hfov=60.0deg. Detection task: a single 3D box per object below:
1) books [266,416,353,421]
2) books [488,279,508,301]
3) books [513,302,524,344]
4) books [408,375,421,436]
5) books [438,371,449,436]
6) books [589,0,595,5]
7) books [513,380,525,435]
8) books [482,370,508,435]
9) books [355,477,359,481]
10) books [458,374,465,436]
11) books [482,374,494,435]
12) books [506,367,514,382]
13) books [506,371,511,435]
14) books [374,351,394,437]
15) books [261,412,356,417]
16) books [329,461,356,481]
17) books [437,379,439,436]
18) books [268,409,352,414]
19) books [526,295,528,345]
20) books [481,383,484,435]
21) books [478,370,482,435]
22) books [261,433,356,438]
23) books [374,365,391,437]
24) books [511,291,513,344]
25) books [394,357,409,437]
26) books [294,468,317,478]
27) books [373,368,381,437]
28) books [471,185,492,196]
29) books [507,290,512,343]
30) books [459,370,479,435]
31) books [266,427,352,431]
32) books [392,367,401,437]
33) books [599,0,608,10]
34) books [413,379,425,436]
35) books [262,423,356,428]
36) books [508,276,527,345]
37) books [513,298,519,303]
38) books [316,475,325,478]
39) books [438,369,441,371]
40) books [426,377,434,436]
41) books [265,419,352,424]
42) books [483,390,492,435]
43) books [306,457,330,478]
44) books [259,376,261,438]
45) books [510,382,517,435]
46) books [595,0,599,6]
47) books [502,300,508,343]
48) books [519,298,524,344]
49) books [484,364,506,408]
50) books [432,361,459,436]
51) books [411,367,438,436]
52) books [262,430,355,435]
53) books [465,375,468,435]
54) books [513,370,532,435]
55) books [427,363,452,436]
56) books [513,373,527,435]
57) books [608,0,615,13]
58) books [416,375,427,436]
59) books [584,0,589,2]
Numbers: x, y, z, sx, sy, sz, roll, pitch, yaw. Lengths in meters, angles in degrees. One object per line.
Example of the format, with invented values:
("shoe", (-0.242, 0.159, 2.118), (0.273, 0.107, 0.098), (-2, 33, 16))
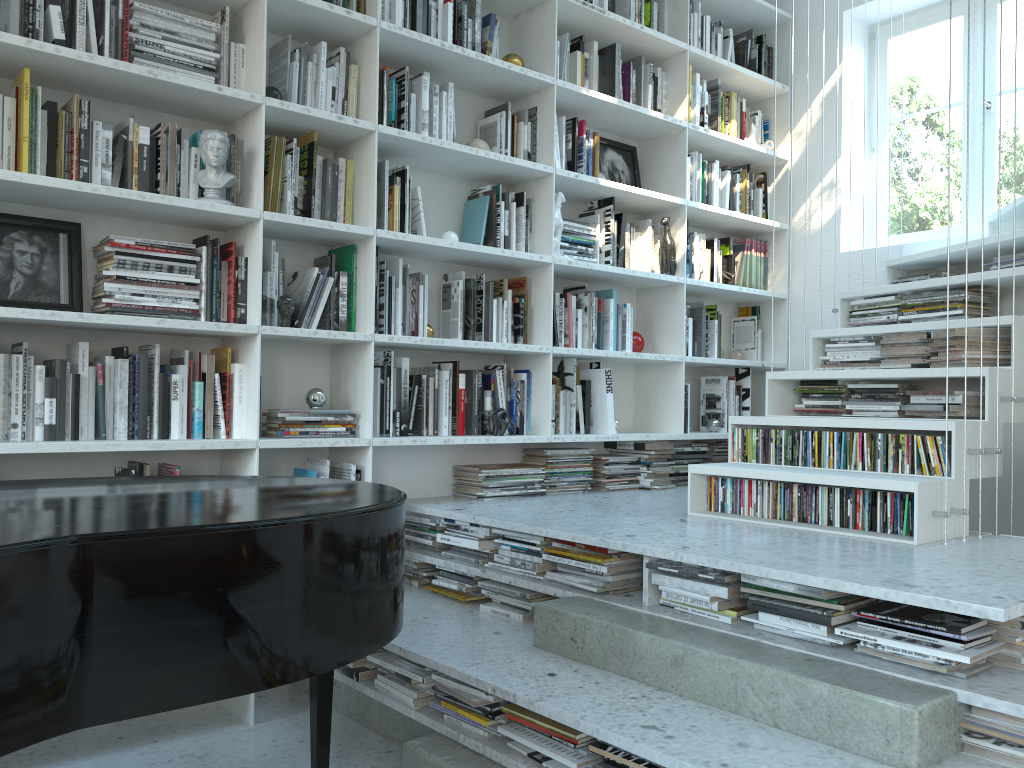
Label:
("books", (-0.709, 0.120, 3.107), (0.254, 0.012, 0.161), (2, -2, -39))
("books", (-0.076, -0.294, 3.696), (0.006, 0.274, 0.173), (1, -1, -39))
("books", (-0.017, -0.245, 3.727), (0.016, 0.180, 0.189), (1, -1, -39))
("books", (-0.422, 0.083, 3.419), (0.065, 0.231, 0.162), (1, -1, -39))
("books", (-0.313, 0.076, 3.500), (0.025, 0.252, 0.181), (1, -1, -39))
("books", (0.311, -1.744, 4.010), (0.014, 0.262, 0.168), (1, -1, -39))
("books", (-0.012, 0.098, 3.743), (0.025, 0.228, 0.175), (1, -1, -39))
("books", (-0.099, 0.076, 3.681), (0.070, 0.266, 0.186), (1, -1, -39))
("books", (-0.588, 0.447, 3.166), (0.013, 0.233, 0.149), (1, -1, -39))
("books", (-0.254, 0.082, 3.549), (0.031, 0.244, 0.184), (1, -1, -39))
("books", (-0.132, 0.084, 3.660), (0.012, 0.249, 0.164), (1, -1, -39))
("books", (-0.046, 0.071, 3.755), (0.012, 0.282, 0.143), (1, -1, -39))
("books", (-0.060, 0.079, 3.726), (0.021, 0.264, 0.150), (1, -1, -39))
("books", (-0.501, 0.037, 3.335), (0.010, 0.316, 0.186), (1, -1, -39))
("books", (-0.713, 0.108, 3.115), (0.285, 0.012, 0.159), (2, -2, -35))
("books", (-0.608, 0.420, 3.141), (0.021, 0.285, 0.172), (1, -1, -39))
("books", (-0.338, 0.091, 3.501), (0.012, 0.221, 0.153), (1, -1, -39))
("books", (-0.709, 0.096, 3.109), (0.254, 0.012, 0.161), (2, -2, -30))
("books", (0.019, -0.265, 3.799), (0.009, 0.223, 0.146), (1, -1, -39))
("books", (-0.167, 0.102, 3.637), (0.022, 0.211, 0.135), (1, -1, -39))
("books", (-0.184, 0.075, 3.621), (0.026, 0.263, 0.169), (1, -1, -39))
("books", (-0.713, 0.181, 3.112), (0.285, 0.012, 0.159), (2, -2, -36))
("books", (-0.514, 0.064, 3.323), (0.023, 0.262, 0.186), (1, -1, -39))
("books", (-0.048, -0.271, 3.735), (0.021, 0.231, 0.155), (1, -1, -39))
("books", (-0.457, 0.050, 3.371), (0.030, 0.294, 0.188), (1, -1, -39))
("books", (-0.717, 0.427, 3.062), (0.005, 0.264, 0.162), (1, -1, -39))
("books", (-0.540, 0.068, 3.327), (0.012, 0.254, 0.161), (1, -1, -39))
("books", (-0.127, -0.670, 3.683), (0.016, 0.290, 0.135), (1, -1, -39))
("books", (-0.067, -0.271, 3.703), (0.018, 0.229, 0.181), (1, -1, -39))
("books", (-0.200, 0.075, 3.599), (0.026, 0.262, 0.173), (1, -1, -39))
("books", (-0.714, 0.157, 3.114), (0.254, 0.012, 0.161), (2, -2, -33))
("books", (-0.478, 0.068, 3.355), (0.023, 0.256, 0.178), (1, -1, -39))
("books", (0.361, -1.712, 4.046), (0.024, 0.202, 0.190), (1, -1, -39))
("books", (-0.393, 0.091, 3.444), (0.011, 0.217, 0.175), (1, -1, -39))
("books", (-0.713, 0.145, 3.112), (0.285, 0.012, 0.159), (2, -2, -36))
("books", (0.008, -0.301, 3.761), (0.007, 0.295, 0.162), (1, -1, -39))
("books", (-0.023, -0.257, 3.758), (0.016, 0.205, 0.141), (1, -1, -39))
("books", (-0.695, 0.436, 3.070), (0.014, 0.246, 0.176), (1, -1, -39))
("books", (-0.318, 0.072, 3.538), (0.016, 0.261, 0.098), (1, -1, -39))
("books", (-0.361, 0.087, 3.478), (0.024, 0.228, 0.159), (1, -1, -39))
("books", (-0.715, 0.133, 3.116), (0.254, 0.012, 0.161), (2, -2, -34))
("books", (-0.145, 0.117, 3.647), (0.025, 0.181, 0.169), (1, -1, -39))
("books", (-0.688, 0.410, 3.099), (0.032, 0.300, 0.149), (1, -1, -39))
("books", (-0.903, 0.077, 3.041), (0.030, 0.210, 0.136), (1, -1, -39))
("books", (-0.040, 0.102, 3.727), (0.013, 0.220, 0.168), (1, -1, -39))
("books", (0.324, -1.730, 4.022), (0.022, 0.236, 0.172), (1, -1, -39))
("books", (-0.085, -0.248, 3.685), (0.019, 0.183, 0.190), (1, -1, -39))
("books", (-0.005, -0.256, 3.760), (0.013, 0.204, 0.158), (1, -1, -39))
("books", (-0.073, 0.064, 3.714), (0.013, 0.294, 0.134), (1, -1, -39))
("books", (-0.268, 0.057, 3.533), (0.012, 0.293, 0.175), (1, -1, -39))
("books", (-0.345, 0.067, 3.488), (0.014, 0.268, 0.171), (1, -1, -39))
("books", (-0.716, 0.169, 3.116), (0.285, 0.012, 0.159), (2, -2, -34))
("books", (-0.228, 0.084, 3.597), (0.021, 0.242, 0.131), (1, -1, -39))
("books", (0.023, 0.077, 3.780), (0.025, 0.272, 0.171), (1, -1, -39))
("books", (-0.291, 0.061, 3.542), (0.012, 0.285, 0.159), (1, -1, -39))
("books", (0.004, 0.084, 3.764), (0.026, 0.258, 0.156), (1, -1, -39))
("books", (0.408, -1.738, 4.098), (0.030, 0.257, 0.165), (1, -1, -39))
("books", (-0.384, 0.083, 3.465), (0.029, 0.234, 0.142), (1, -1, -39))
("books", (0.280, -1.780, 3.980), (0.014, 0.332, 0.180), (1, -1, -39))
